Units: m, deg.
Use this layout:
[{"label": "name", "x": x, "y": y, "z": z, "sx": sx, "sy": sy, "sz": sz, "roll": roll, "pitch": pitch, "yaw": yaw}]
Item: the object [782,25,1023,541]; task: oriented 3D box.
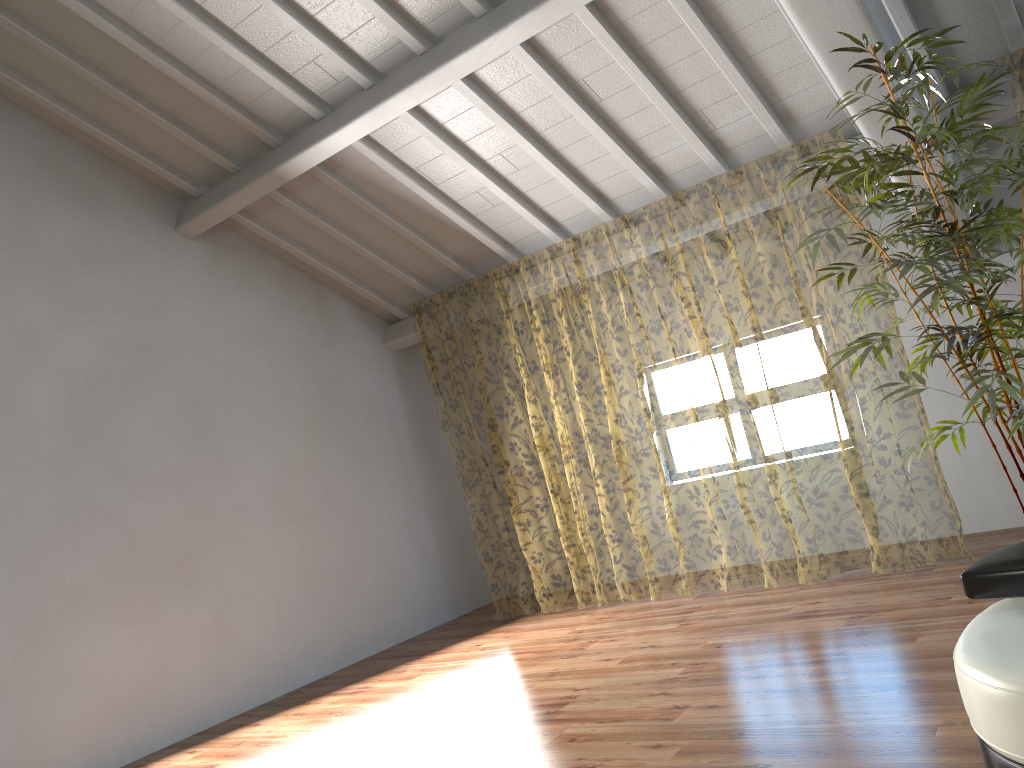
[{"label": "object", "x": 1.960, "y": -0.280, "z": 3.699, "sx": 1.177, "sy": 2.473, "sz": 1.399, "roll": -11, "pitch": -6, "yaw": -30}]

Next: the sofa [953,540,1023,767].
[{"label": "sofa", "x": 2.594, "y": 0.286, "z": 2.094, "sx": 3.047, "sy": 0.805, "sz": 1.359, "roll": -15, "pitch": -5, "yaw": 15}]

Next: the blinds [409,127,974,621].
[{"label": "blinds", "x": 0.855, "y": 0.169, "z": 5.976, "sx": 3.505, "sy": 2.546, "sz": 0.306, "roll": -18, "pitch": -6, "yaw": 35}]

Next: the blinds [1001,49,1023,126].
[{"label": "blinds", "x": 4.211, "y": -0.891, "z": 3.493, "sx": 3.505, "sy": 2.546, "sz": 0.306, "roll": -18, "pitch": -6, "yaw": 35}]
